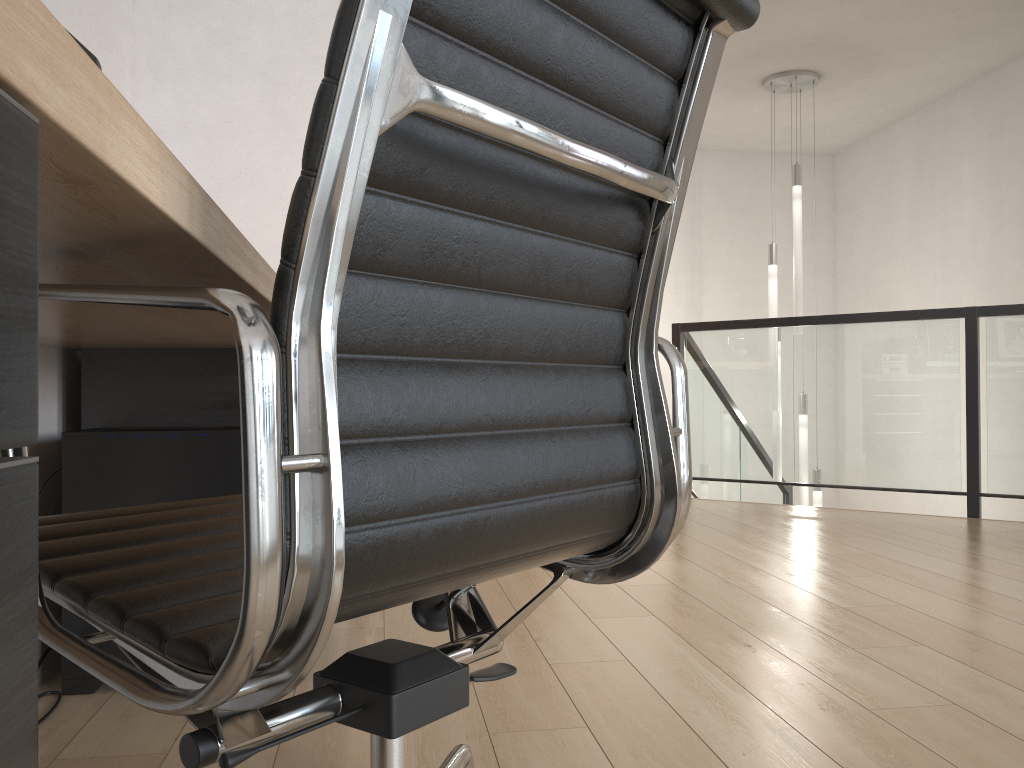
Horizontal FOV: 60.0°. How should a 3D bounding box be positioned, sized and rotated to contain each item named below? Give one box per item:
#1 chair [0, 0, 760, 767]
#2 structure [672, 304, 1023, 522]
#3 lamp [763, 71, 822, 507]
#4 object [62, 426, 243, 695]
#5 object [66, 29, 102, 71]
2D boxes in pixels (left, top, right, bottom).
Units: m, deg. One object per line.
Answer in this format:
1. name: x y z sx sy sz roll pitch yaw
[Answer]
1. chair: -0.150 0.111 0.844 0.699 0.991 0.664 -1 -1 42
2. structure: 2.682 1.814 5.494 4.190 4.339 2.823 -1 -1 37
3. lamp: 1.881 -1.184 5.954 0.359 6.725 0.359 -1 -1 28
4. object: -0.681 0.360 1.912 0.474 0.527 0.215 0 -1 -8
5. object: -0.834 -0.398 1.456 0.190 0.535 0.716 0 -1 -3
